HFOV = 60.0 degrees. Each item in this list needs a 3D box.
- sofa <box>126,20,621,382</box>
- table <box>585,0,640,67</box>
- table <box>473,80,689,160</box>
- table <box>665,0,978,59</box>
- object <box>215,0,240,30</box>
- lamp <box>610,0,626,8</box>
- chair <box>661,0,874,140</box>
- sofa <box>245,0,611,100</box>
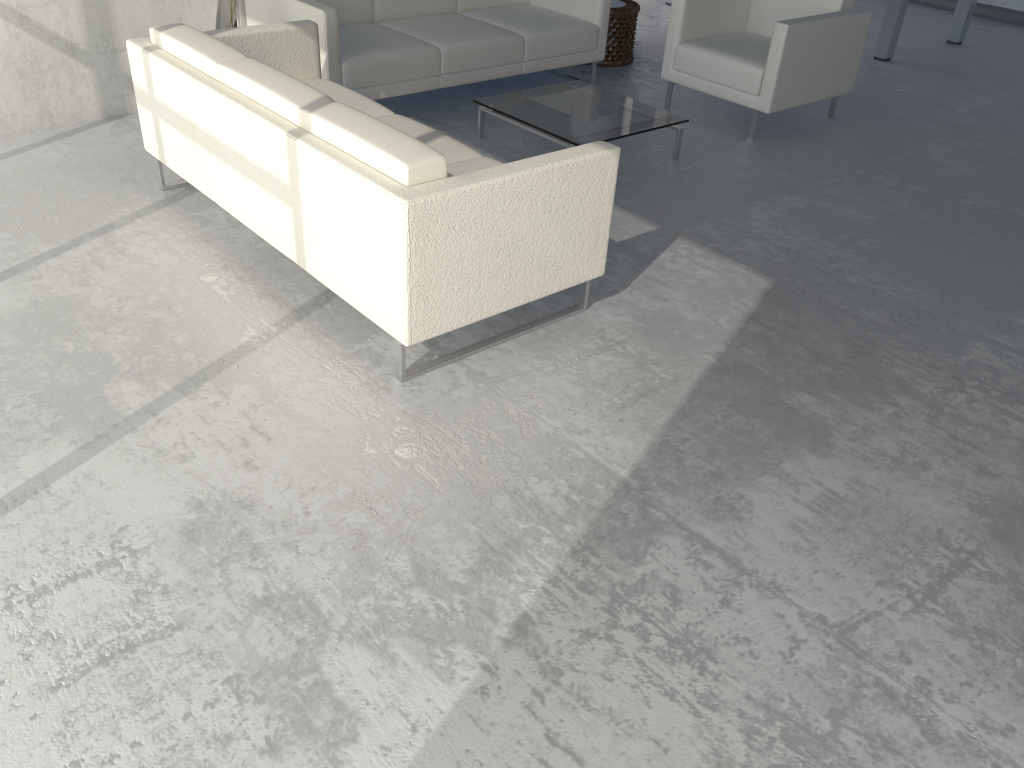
[{"bbox_3d":[-0.584,-0.811,3.209,0.821,0.658,1.881,-23,43,-34],"label":"sofa"},{"bbox_3d":[0.598,-2.329,5.846,0.452,0.358,0.452,17,36,18],"label":"table"},{"bbox_3d":[0.331,-1.264,4.391,0.730,0.190,0.773,-23,43,-34],"label":"table"},{"bbox_3d":[2.455,-3.329,7.048,1.180,0.835,2.095,-23,43,-34],"label":"table"},{"bbox_3d":[-1.239,-1.783,4.228,0.400,1.051,0.387,-4,35,-12],"label":"object"},{"bbox_3d":[0.623,-2.709,5.588,0.347,0.582,0.347,13,35,13],"label":"lamp"},{"bbox_3d":[1.385,-1.831,4.915,0.821,0.662,0.748,-23,43,-34],"label":"chair"},{"bbox_3d":[-0.402,-1.952,4.911,1.881,0.658,0.821,-23,43,-34],"label":"sofa"}]
